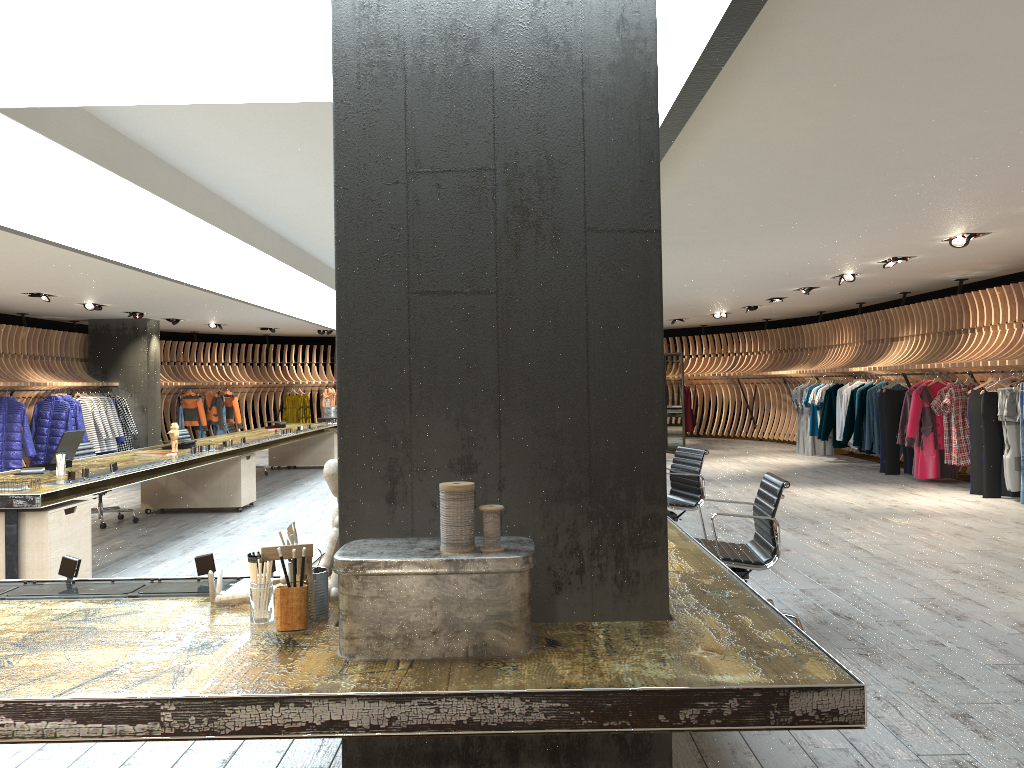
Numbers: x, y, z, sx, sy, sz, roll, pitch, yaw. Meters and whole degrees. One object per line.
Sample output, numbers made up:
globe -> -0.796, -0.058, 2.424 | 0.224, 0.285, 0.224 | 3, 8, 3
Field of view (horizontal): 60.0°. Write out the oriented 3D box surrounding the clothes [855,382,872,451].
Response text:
clothes -> 5.606, 0.494, 13.575 | 0.715, 1.088, 0.256 | -1, -1, -4

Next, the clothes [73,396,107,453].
clothes -> -7.470, 0.734, 15.531 | 0.752, 1.062, 0.128 | -1, -1, -2

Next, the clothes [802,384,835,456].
clothes -> 5.590, 0.720, 16.159 | 0.677, 1.435, 0.203 | -1, -1, -15

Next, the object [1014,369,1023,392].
object -> 5.568, -0.039, 9.646 | 0.549, 0.243, 0.023 | -1, -1, -38

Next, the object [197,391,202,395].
object -> -7.041, 0.198, 20.018 | 0.023, 0.243, 0.549 | -1, 0, -3

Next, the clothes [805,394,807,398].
clothes -> 5.593, 0.455, 15.813 | 0.743, 0.931, 0.158 | -1, -1, 24

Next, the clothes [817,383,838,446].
clothes -> 5.595, 0.527, 14.957 | 0.913, 1.082, 0.238 | -1, -1, 0

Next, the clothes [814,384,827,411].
clothes -> 5.625, 0.468, 15.521 | 0.743, 0.961, 0.167 | -1, -1, -6

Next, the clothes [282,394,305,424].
clothes -> -5.461, 0.767, 22.158 | 0.664, 1.045, 0.168 | -1, -1, 31

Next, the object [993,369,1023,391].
object -> 5.569, -0.035, 9.754 | 0.549, 0.250, 0.023 | -1, -1, 2

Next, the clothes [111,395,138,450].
clothes -> -7.460, 0.791, 16.758 | 0.799, 1.186, 0.191 | -1, -1, 1

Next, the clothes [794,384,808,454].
clothes -> 5.593, 0.720, 16.436 | 0.677, 1.435, 0.203 | -1, -1, -10

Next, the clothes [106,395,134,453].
clothes -> -7.452, 0.790, 16.570 | 0.807, 1.187, 0.191 | -1, -1, 1

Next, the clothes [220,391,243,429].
clothes -> -6.658, 0.608, 20.779 | 0.839, 0.881, 0.201 | -1, -1, 30

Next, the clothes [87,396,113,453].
clothes -> -7.470, 0.735, 15.767 | 0.752, 1.062, 0.128 | -1, -1, -2

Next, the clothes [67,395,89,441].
clothes -> -7.627, 0.806, 15.030 | 0.885, 1.239, 0.245 | -1, -1, -3

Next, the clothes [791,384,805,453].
clothes -> 5.592, 0.720, 16.576 | 0.677, 1.435, 0.203 | -1, -1, 15

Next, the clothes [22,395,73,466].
clothes -> -7.706, 0.814, 14.710 | 0.880, 1.261, 0.242 | -1, -1, -3

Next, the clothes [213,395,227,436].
clothes -> -6.771, 0.963, 20.535 | 0.309, 1.422, 0.200 | -1, -1, -28

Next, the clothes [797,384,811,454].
clothes -> 5.592, 0.720, 16.295 | 0.677, 1.435, 0.203 | -1, -1, 15

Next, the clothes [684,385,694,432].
clothes -> 4.190, 0.594, 21.383 | 0.444, 1.129, 0.126 | -1, -1, -28

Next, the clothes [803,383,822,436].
clothes -> 5.537, 0.471, 15.715 | 0.738, 0.971, 0.167 | -1, -1, 9

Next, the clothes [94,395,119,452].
clothes -> -7.470, 0.735, 16.029 | 0.752, 1.062, 0.128 | -1, -1, -2

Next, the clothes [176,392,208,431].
clothes -> -7.176, 0.617, 19.764 | 0.839, 0.881, 0.201 | -1, -1, 15

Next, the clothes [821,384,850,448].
clothes -> 5.602, 0.527, 14.834 | 0.913, 1.082, 0.238 | -1, -1, 0

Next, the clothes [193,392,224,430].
clothes -> -6.895, 0.615, 20.255 | 0.839, 0.881, 0.201 | -1, -1, 20

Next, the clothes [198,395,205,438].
clothes -> -7.027, 0.967, 19.998 | 0.200, 1.422, 0.308 | -1, -1, -8

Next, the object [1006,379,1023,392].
object -> 5.572, -0.038, 9.488 | 0.549, 0.243, 0.023 | -1, -1, 7

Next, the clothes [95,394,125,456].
clothes -> -7.597, 0.807, 16.412 | 0.885, 1.239, 0.245 | -1, -1, -3

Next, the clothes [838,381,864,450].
clothes -> 5.563, 0.506, 14.140 | 0.733, 1.106, 0.165 | -1, -1, 0

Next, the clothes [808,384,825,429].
clothes -> 5.592, 0.455, 15.572 | 0.743, 0.931, 0.158 | -1, -1, 4

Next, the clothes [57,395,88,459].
clothes -> -7.548, 0.803, 14.851 | 0.883, 1.246, 0.249 | -1, -1, -3

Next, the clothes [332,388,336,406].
clothes -> -4.621, 0.689, 22.838 | 0.125, 1.156, 0.447 | 0, -1, -30

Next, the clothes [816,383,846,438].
clothes -> 5.564, 0.453, 15.116 | 0.734, 0.938, 0.164 | -1, -1, 4

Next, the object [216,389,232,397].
object -> -6.779, 0.194, 20.551 | 0.549, 0.243, 0.023 | -1, -1, -23

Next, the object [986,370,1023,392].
object -> 5.569, -0.039, 9.850 | 0.549, 0.243, 0.023 | -1, -1, 37

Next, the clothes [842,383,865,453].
clothes -> 5.593, 0.523, 13.806 | 0.913, 1.082, 0.238 | -1, -1, 5

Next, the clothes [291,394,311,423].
clothes -> -5.330, 0.764, 22.285 | 0.664, 1.045, 0.168 | -1, -1, 31

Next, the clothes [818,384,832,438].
clothes -> 5.579, 0.468, 15.302 | 0.742, 0.950, 0.167 | -1, -1, -16

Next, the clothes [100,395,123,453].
clothes -> -7.469, 0.735, 16.208 | 0.752, 1.062, 0.128 | -1, -1, -2

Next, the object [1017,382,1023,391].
object -> 5.586, -0.030, 9.260 | 0.548, 0.256, 0.023 | -1, -1, 26

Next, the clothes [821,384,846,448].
clothes -> 5.595, 0.527, 14.747 | 0.913, 1.082, 0.238 | -1, -1, 5

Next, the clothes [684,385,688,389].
clothes -> 4.141, 0.595, 21.462 | 0.444, 1.129, 0.126 | -1, -1, -3

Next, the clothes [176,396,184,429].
clothes -> -7.251, 0.971, 19.447 | 0.200, 1.422, 0.308 | -1, -1, -23

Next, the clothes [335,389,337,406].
clothes -> -4.479, 0.686, 22.922 | 0.125, 1.156, 0.447 | 0, -1, -35

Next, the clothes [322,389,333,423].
clothes -> -4.717, 0.690, 22.772 | 0.447, 1.156, 0.125 | -2, -1, 35

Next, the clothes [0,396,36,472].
clothes -> -7.629, 0.805, 13.318 | 0.885, 1.239, 0.245 | -1, -1, -3

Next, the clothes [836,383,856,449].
clothes -> 5.620, 0.505, 14.330 | 0.733, 1.106, 0.165 | -1, -1, 5

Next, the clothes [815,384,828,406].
clothes -> 5.623, 0.451, 15.380 | 0.742, 0.939, 0.162 | -1, -1, -6
